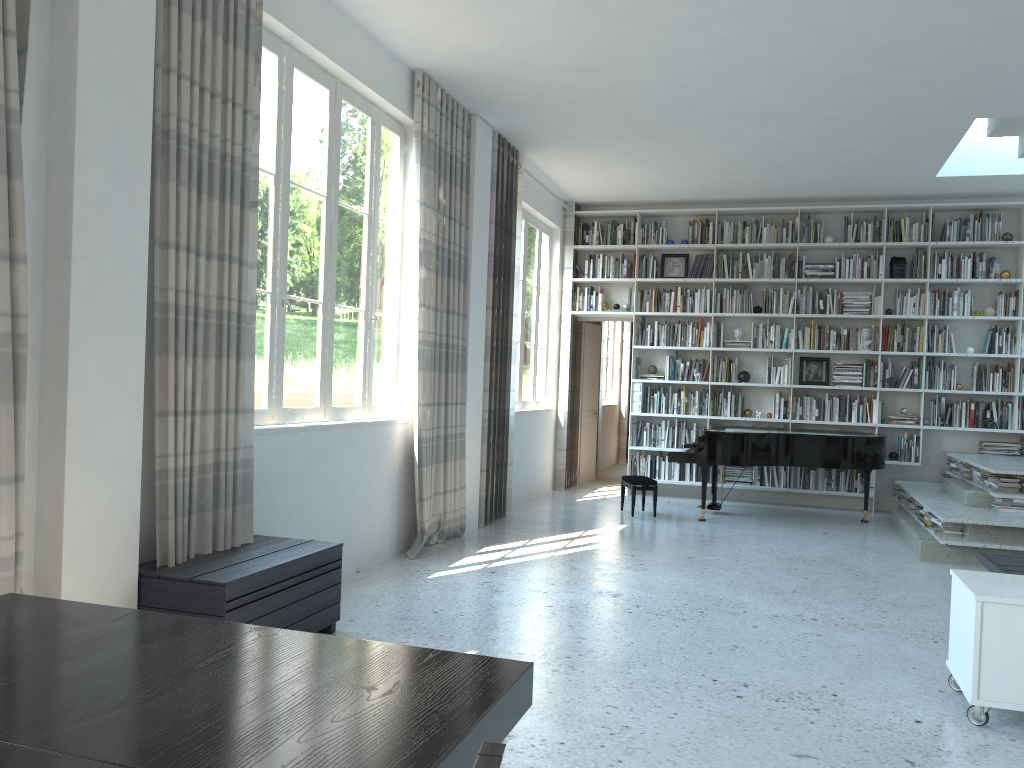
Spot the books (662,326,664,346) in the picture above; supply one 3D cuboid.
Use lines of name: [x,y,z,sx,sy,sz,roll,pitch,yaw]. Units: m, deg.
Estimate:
books: [1.680,-0.522,9.814,0.014,0.230,0.148,2,1,17]

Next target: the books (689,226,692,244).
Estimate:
books: [1.968,-1.608,9.725,0.028,0.218,0.153,2,1,17]

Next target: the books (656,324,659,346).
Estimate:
books: [1.620,-0.532,9.828,0.011,0.246,0.176,2,1,17]

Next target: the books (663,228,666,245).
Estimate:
books: [1.696,-1.610,9.813,0.014,0.202,0.170,2,1,17]

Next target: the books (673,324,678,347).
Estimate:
books: [1.810,-0.530,9.792,0.048,0.256,0.141,2,1,17]

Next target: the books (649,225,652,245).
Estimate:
books: [1.543,-1.637,9.857,0.016,0.243,0.156,2,1,17]

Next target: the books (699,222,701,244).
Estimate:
books: [2.061,-1.627,9.690,0.010,0.263,0.156,2,1,17]

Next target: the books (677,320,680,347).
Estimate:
books: [1.835,-0.551,9.766,0.013,0.300,0.151,2,1,17]

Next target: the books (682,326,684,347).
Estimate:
books: [1.885,-0.513,9.747,0.013,0.229,0.177,2,1,17]

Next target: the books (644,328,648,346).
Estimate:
books: [1.507,-0.518,9.876,0.042,0.209,0.143,2,1,17]

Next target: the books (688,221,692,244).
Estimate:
books: [1.953,-1.638,9.742,0.013,0.278,0.151,2,1,17]

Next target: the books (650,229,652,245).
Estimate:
books: [1.559,-1.611,9.862,0.014,0.192,0.146,2,1,17]

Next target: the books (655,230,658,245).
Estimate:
books: [1.610,-1.604,9.835,0.026,0.182,0.161,2,1,17]

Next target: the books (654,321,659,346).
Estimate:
books: [1.607,-0.550,9.841,0.023,0.281,0.174,2,1,17]

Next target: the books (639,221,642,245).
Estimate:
books: [1.441,-1.661,9.897,0.007,0.285,0.159,2,1,17]

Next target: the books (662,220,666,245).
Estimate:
books: [1.689,-1.656,9.833,0.015,0.293,0.130,2,1,17]

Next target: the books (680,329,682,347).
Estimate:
books: [1.872,-0.502,9.766,0.021,0.205,0.130,2,1,17]

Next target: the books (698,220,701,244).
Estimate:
books: [2.054,-1.637,9.704,0.013,0.283,0.166,2,1,17]

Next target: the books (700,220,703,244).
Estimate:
books: [2.071,-1.632,9.687,0.011,0.274,0.183,2,1,17]

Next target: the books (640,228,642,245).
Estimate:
books: [1.448,-1.621,9.886,0.017,0.204,0.142,2,1,17]

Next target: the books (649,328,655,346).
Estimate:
books: [1.554,-0.513,9.834,0.028,0.204,0.188,2,1,17]

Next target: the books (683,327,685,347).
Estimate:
books: [1.901,-0.512,9.754,0.013,0.228,0.151,2,1,17]

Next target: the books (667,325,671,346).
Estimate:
books: [1.737,-0.523,9.787,0.024,0.237,0.167,2,1,17]

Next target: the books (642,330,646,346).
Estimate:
books: [1.479,-0.505,9.866,0.037,0.182,0.189,2,0,17]

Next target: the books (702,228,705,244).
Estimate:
books: [2.101,-1.589,9.683,0.027,0.190,0.177,2,1,17]

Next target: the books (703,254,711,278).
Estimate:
books: [2.140,-1.268,9.692,0.078,0.286,0.174,2,1,17]

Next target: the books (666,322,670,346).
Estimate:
books: [1.726,-0.540,9.808,0.011,0.271,0.157,2,1,17]

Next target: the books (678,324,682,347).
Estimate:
books: [1.853,-0.528,9.771,0.021,0.256,0.156,2,1,17]

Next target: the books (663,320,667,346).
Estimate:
books: [1.693,-0.553,9.808,0.011,0.293,0.183,2,1,17]

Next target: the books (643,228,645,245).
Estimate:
books: [1.480,-1.622,9.882,0.032,0.210,0.158,2,1,17]

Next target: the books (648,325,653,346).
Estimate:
books: [1.534,-0.530,9.851,0.022,0.235,0.177,2,1,17]

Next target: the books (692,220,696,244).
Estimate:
books: [1.993,-1.638,9.712,0.024,0.280,0.188,2,1,17]

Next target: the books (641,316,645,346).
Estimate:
books: [1.456,-0.582,9.866,0.012,0.334,0.184,2,1,17]

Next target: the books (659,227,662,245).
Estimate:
books: [1.654,-1.618,9.810,0.021,0.214,0.173,2,1,17]

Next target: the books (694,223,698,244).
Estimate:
books: [2.017,-1.622,9.704,0.028,0.249,0.155,2,1,17]

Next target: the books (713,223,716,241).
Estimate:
books: [2.213,-1.616,9.664,0.039,0.252,0.146,2,1,17]

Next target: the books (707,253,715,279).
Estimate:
books: [2.178,-1.266,9.661,0.078,0.286,0.174,2,1,17]

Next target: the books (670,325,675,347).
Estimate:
books: [1.771,-0.524,9.785,0.023,0.242,0.184,2,1,17]

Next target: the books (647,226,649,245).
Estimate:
books: [1.528,-1.628,9.857,0.013,0.225,0.177,2,1,17]

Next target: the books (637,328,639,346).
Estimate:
books: [1.419,-0.521,9.898,0.026,0.209,0.155,2,1,17]

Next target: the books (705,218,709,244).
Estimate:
books: [2.124,-1.642,9.665,0.025,0.297,0.163,2,1,17]

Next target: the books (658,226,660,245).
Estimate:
books: [1.640,-1.621,9.821,0.013,0.219,0.181,2,1,17]

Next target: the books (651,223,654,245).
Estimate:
books: [1.570,-1.644,9.845,0.016,0.261,0.154,2,1,17]

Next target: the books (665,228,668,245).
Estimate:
books: [1.711,-1.614,9.818,0.013,0.210,0.136,2,1,17]

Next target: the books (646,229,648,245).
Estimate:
books: [1.517,-1.613,9.877,0.017,0.194,0.129,2,1,17]

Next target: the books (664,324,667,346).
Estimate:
books: [1.705,-0.529,9.796,0.021,0.247,0.189,2,1,17]

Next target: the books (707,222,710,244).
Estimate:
books: [2.153,-1.622,9.681,0.022,0.260,0.152,2,1,17]

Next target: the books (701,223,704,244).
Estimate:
books: [2.091,-1.622,9.712,0.013,0.254,0.129,2,1,17]

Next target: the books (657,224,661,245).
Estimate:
books: [1.632,-1.638,9.834,0.013,0.253,0.129,2,1,17]

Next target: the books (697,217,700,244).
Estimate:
books: [2.046,-1.656,9.722,0.014,0.321,0.136,2,1,17]

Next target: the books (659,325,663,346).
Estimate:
books: [1.655,-0.529,9.842,0.049,0.243,0.139,2,1,17]

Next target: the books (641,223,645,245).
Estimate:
books: [1.463,-1.647,9.888,0.007,0.259,0.156,2,1,17]

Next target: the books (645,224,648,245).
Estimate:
books: [1.500,-1.641,9.868,0.012,0.249,0.180,2,1,17]

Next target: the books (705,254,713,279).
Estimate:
books: [2.160,-1.267,9.681,0.078,0.286,0.174,2,1,17]

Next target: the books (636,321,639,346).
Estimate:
books: [1.405,-0.560,9.911,0.012,0.285,0.159,2,1,17]

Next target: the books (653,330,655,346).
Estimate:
books: [1.590,-0.504,9.869,0.021,0.187,0.129,2,1,17]

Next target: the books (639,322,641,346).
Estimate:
books: [1.437,-0.549,9.874,0.027,0.266,0.176,2,1,17]

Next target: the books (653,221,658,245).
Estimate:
books: [1.587,-1.653,9.822,0.015,0.279,0.190,2,1,17]

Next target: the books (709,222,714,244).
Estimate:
books: [2.174,-1.618,9.660,0.031,0.254,0.178,2,1,17]
